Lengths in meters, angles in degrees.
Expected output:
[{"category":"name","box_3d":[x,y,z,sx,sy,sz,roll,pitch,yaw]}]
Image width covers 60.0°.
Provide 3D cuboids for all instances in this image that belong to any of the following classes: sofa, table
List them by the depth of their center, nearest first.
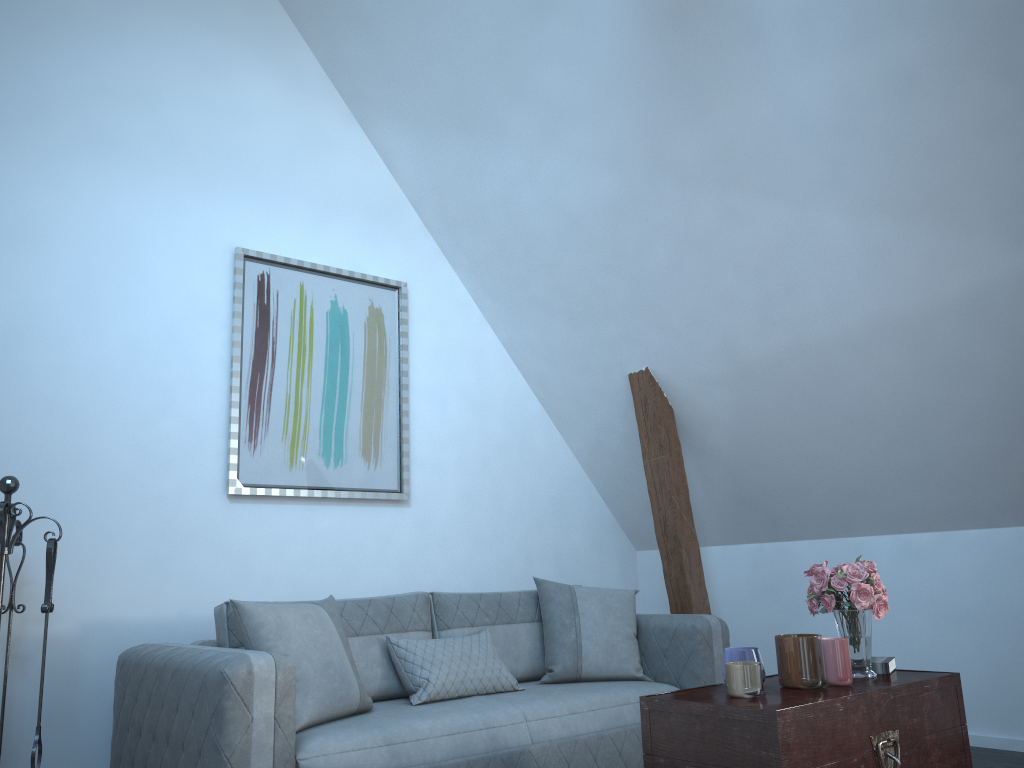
[{"category":"table","box_3d":[0.840,1.073,2.417,0.962,0.492,0.471,8,-16,-39]},{"category":"sofa","box_3d":[-0.252,1.265,3.734,2.458,0.770,1.107,8,-16,-39]}]

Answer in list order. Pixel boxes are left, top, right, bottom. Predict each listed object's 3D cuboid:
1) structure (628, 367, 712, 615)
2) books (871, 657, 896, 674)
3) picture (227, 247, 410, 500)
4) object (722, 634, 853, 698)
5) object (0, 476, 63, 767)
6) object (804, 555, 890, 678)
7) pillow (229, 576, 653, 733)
[{"category":"structure","box_3d":[4.934,-0.286,0.288,1.023,1.963,12.350,8,-16,-39]},{"category":"books","box_3d":[1.059,0.877,2.769,0.243,0.034,0.179,-9,-14,28]},{"category":"picture","box_3d":[-0.934,-0.027,4.441,0.965,1.185,0.025,8,-16,-39]},{"category":"object","box_3d":[0.717,0.766,2.439,0.413,0.138,0.215,4,-14,-28]},{"category":"object","box_3d":[-1.799,0.940,3.083,0.376,1.245,0.376,-9,-14,30]},{"category":"object","box_3d":[1.008,0.693,2.660,0.235,0.351,0.234,-4,-13,10]},{"category":"pillow","box_3d":[-0.181,1.077,3.712,2.075,0.515,0.444,8,-16,-39]}]
